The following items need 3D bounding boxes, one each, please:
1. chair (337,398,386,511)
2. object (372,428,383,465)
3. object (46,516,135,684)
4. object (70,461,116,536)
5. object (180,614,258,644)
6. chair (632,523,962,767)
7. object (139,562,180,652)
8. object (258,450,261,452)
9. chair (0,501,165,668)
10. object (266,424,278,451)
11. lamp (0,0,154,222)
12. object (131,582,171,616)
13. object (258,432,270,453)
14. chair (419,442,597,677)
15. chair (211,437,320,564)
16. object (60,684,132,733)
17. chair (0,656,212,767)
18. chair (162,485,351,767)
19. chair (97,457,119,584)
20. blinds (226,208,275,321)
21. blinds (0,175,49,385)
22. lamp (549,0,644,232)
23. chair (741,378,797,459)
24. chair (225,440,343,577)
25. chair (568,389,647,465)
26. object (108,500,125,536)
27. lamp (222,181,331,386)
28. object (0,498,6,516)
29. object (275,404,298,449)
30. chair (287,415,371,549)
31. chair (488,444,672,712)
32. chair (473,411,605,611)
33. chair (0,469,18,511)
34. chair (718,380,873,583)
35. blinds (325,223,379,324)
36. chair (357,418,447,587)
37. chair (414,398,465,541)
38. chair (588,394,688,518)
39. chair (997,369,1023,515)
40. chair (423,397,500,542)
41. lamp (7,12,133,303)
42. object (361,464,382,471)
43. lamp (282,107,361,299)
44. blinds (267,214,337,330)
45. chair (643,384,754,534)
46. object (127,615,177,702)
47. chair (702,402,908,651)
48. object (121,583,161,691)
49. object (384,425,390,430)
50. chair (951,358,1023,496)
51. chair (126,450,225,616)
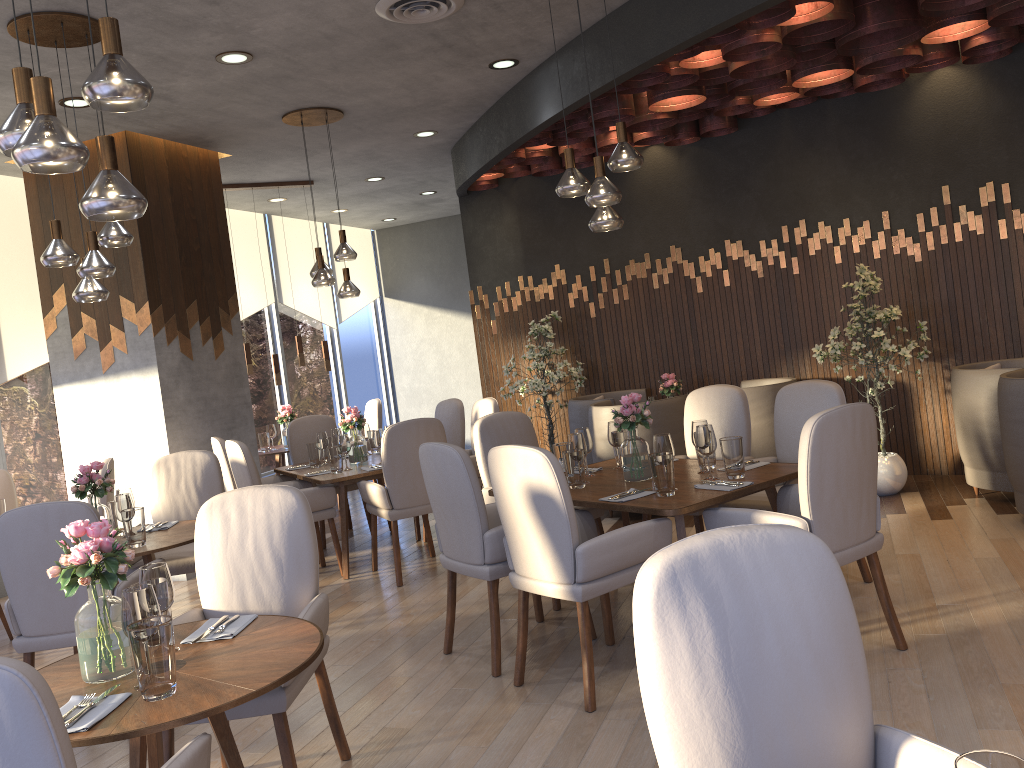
[{"bbox_3d":[-1.547,0.681,8.783,0.601,1.000,0.527,-8,1,-26],"label":"chair"},{"bbox_3d":[-0.914,0.434,6.129,0.092,0.244,0.092,-7,1,23],"label":"object"},{"bbox_3d":[-1.085,0.557,2.329,0.210,0.415,0.198,-8,1,-7],"label":"object"},{"bbox_3d":[-2.033,0.585,4.323,0.210,0.415,0.197,-8,1,-22],"label":"object"},{"bbox_3d":[-0.859,0.714,2.586,0.157,0.019,0.255,-7,3,5],"label":"object"},{"bbox_3d":[0.529,0.766,1.372,0.529,1.000,0.599,-8,1,-16],"label":"chair"},{"bbox_3d":[-0.978,0.623,2.455,0.092,0.244,0.092,-8,1,-15],"label":"object"},{"bbox_3d":[-2.426,0.638,8.432,0.255,0.019,0.157,-9,3,-27],"label":"object"},{"bbox_3d":[-1.828,0.957,3.820,0.528,1.000,0.600,-8,1,-3],"label":"chair"},{"bbox_3d":[-2.277,0.506,8.410,0.092,0.244,0.092,-6,2,43],"label":"object"},{"bbox_3d":[-1.184,-1.104,2.278,0.439,1.325,0.440,-7,1,23],"label":"lamp"},{"bbox_3d":[-1.031,0.658,2.548,0.102,0.178,0.102,-6,2,41],"label":"object"},{"bbox_3d":[-2.320,0.549,8.313,0.102,0.178,0.102,-8,1,-21],"label":"object"},{"bbox_3d":[-0.044,0.712,4.046,0.601,1.000,0.527,-8,2,-33],"label":"chair"},{"bbox_3d":[-1.781,0.828,6.363,0.601,1.000,0.527,-8,1,-26],"label":"chair"},{"bbox_3d":[-1.002,0.758,2.075,0.157,0.019,0.255,-7,3,4],"label":"object"},{"bbox_3d":[-0.924,0.938,1.740,0.528,1.000,0.600,-7,1,1],"label":"chair"},{"bbox_3d":[-0.872,0.876,2.900,0.528,1.000,0.600,-7,1,2],"label":"chair"},{"bbox_3d":[-2.690,0.993,5.410,0.600,1.000,0.528,-8,1,-23],"label":"chair"},{"bbox_3d":[-3.045,-1.854,9.591,0.007,2.679,1.175,-7,1,21],"label":"blinds"},{"bbox_3d":[-3.873,-1.358,7.242,0.007,2.679,1.175,-7,1,21],"label":"blinds"},{"bbox_3d":[0.358,-1.397,4.164,0.438,1.325,0.440,-7,1,26],"label":"lamp"},{"bbox_3d":[1.923,0.406,6.721,0.594,0.837,0.776,-6,2,35],"label":"chair"},{"bbox_3d":[-1.514,0.817,5.865,0.601,1.000,0.527,-8,2,-31],"label":"chair"},{"bbox_3d":[0.810,0.513,7.527,0.594,0.837,0.776,-7,2,30],"label":"chair"},{"bbox_3d":[-2.022,0.690,4.579,0.102,0.178,0.102,-7,1,12],"label":"object"},{"bbox_3d":[-2.356,-0.945,8.463,1.163,1.930,0.118,-8,1,-25],"label":"lamp"},{"bbox_3d":[-3.139,0.797,5.406,0.102,0.178,0.102,-7,1,23],"label":"object"},{"bbox_3d":[-2.124,0.400,8.414,0.210,0.415,0.198,-8,1,-2],"label":"object"},{"bbox_3d":[-1.480,0.751,7.146,0.529,1.000,0.599,-8,2,-31],"label":"chair"},{"bbox_3d":[0.283,0.691,3.586,0.601,1.000,0.527,-9,2,-39],"label":"chair"},{"bbox_3d":[0.152,0.646,4.874,0.529,1.000,0.599,-9,2,-39],"label":"chair"},{"bbox_3d":[-3.469,1.077,5.783,0.529,1.000,0.599,-8,1,-22],"label":"chair"},{"bbox_3d":[1.358,0.513,4.366,0.601,1.000,0.527,-8,2,-33],"label":"chair"},{"bbox_3d":[-2.197,-2.145,11.930,0.007,2.679,1.175,-7,1,21],"label":"blinds"},{"bbox_3d":[-0.665,0.713,5.709,0.529,1.000,0.599,-8,2,-26],"label":"chair"},{"bbox_3d":[-0.648,0.649,6.989,0.601,1.000,0.527,-8,2,-33],"label":"chair"},{"bbox_3d":[0.920,0.543,6.603,0.773,0.837,0.597,-6,2,40],"label":"chair"},{"bbox_3d":[3.056,0.347,4.858,0.596,0.837,0.773,-8,2,-30],"label":"chair"},{"bbox_3d":[-0.360,0.635,6.498,0.601,1.000,0.527,-8,1,-26],"label":"chair"},{"bbox_3d":[-2.135,-1.079,4.348,0.438,1.325,0.440,-7,1,28],"label":"lamp"},{"bbox_3d":[-0.926,0.557,5.967,0.158,0.019,0.255,-9,3,-25],"label":"object"},{"bbox_3d":[-1.355,-1.281,6.427,0.439,1.325,0.440,-7,1,6],"label":"lamp"},{"bbox_3d":[-2.617,-1.966,10.761,0.007,2.679,1.175,-7,1,21],"label":"blinds"},{"bbox_3d":[1.012,0.536,4.817,0.601,1.000,0.527,-9,2,-41],"label":"chair"},{"bbox_3d":[-0.852,0.656,2.113,0.102,0.178,0.102,-8,2,-30],"label":"object"},{"bbox_3d":[1.154,0.579,3.544,0.529,1.000,0.599,-8,2,-33],"label":"chair"},{"bbox_3d":[-0.916,0.627,2.204,0.092,0.244,0.092,-7,1,6],"label":"object"},{"bbox_3d":[-0.862,0.418,6.322,0.092,0.244,0.092,-7,1,16],"label":"object"},{"bbox_3d":[3.218,0.282,5.763,0.776,0.837,0.594,-9,2,-40],"label":"chair"},{"bbox_3d":[-1.865,0.906,4.981,0.528,1.000,0.600,-8,1,-2],"label":"chair"}]
